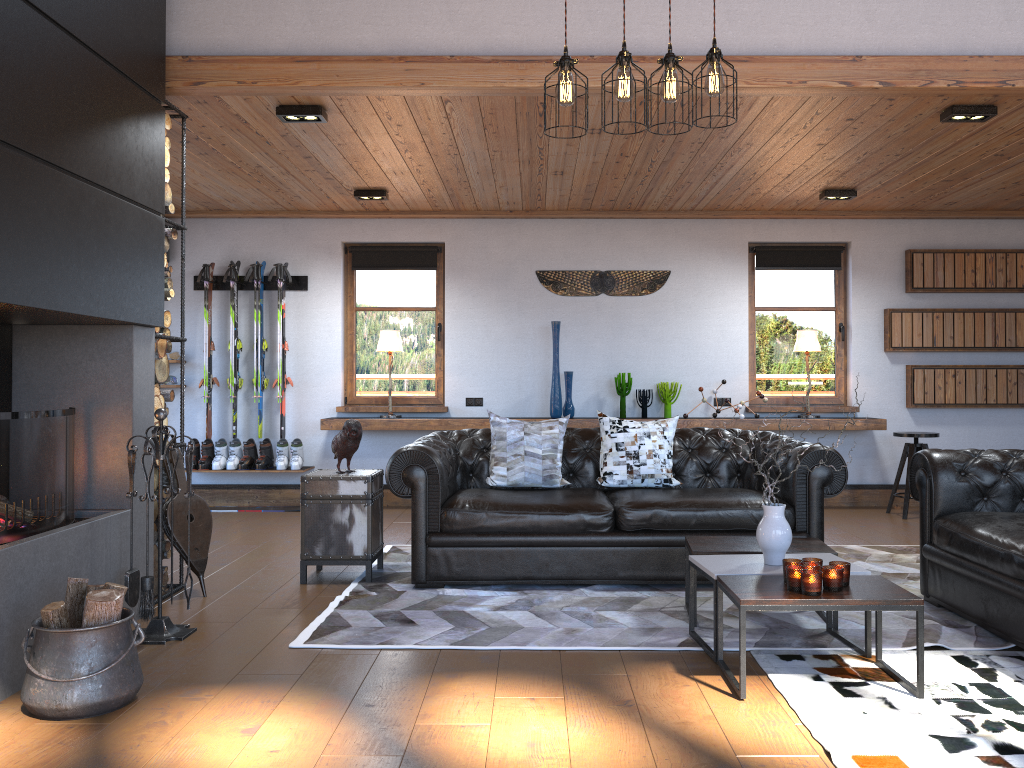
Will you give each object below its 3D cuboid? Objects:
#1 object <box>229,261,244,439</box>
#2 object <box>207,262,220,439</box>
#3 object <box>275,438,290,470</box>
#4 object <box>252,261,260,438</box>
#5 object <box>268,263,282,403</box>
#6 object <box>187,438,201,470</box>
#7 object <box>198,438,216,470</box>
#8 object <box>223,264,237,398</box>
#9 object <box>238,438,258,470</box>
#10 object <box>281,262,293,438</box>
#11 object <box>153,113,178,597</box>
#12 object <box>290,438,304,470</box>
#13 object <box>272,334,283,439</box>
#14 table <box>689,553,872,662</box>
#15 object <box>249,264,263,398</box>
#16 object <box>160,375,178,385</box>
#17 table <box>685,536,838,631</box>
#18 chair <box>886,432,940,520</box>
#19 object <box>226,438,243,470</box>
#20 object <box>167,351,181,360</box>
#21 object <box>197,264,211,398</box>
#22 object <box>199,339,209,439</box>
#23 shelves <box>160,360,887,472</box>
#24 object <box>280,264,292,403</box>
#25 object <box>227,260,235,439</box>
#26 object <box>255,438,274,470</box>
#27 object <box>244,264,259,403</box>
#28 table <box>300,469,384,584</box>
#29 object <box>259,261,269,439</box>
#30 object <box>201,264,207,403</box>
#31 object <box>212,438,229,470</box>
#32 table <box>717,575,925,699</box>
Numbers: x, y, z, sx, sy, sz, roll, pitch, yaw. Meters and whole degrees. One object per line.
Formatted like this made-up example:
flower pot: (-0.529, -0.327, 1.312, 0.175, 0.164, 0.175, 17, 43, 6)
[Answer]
object: (-2.494, -0.315, 7.991, 0.104, 1.622, 0.254, 0, -1, -2)
object: (-2.698, -0.299, 8.037, 0.095, 1.607, 0.115, 0, -1, 1)
object: (-2.053, 0.622, 7.907, 0.117, 0.270, 0.251, 0, 0, -4)
object: (-2.333, -0.315, 8.104, 0.073, 1.622, 0.111, 0, -1, 1)
object: (-2.110, -0.454, 7.895, 0.122, 1.250, 0.058, 1, -1, -32)
object: (-2.848, 0.622, 7.910, 0.117, 0.270, 0.250, 0, 0, -9)
object: (-2.730, 0.622, 7.908, 0.116, 0.270, 0.252, 0, 0, 6)
object: (-2.540, -0.454, 7.974, 0.122, 1.250, 0.058, 0, -1, -17)
object: (-2.357, 0.622, 7.904, 0.115, 0.270, 0.253, 0, 0, 21)
object: (-2.029, -0.299, 8.037, 0.095, 1.607, 0.115, 0, -1, 1)
object: (-2.068, -0.180, 4.654, 0.466, 2.612, 0.493, 0, -1, 1)
object: (-1.927, 0.622, 7.907, 0.117, 0.270, 0.251, 0, 0, -4)
object: (-2.126, -0.284, 8.048, 0.095, 1.607, 0.115, 0, -1, 1)
table: (1.124, 0.938, 3.771, 0.651, 0.350, 0.399, 0, 0, -5)
object: (-2.306, -0.454, 7.974, 0.122, 1.250, 0.058, 0, -1, -17)
object: (-3.191, -0.036, 8.065, 0.347, 0.084, 0.190, 0, 0, 36)
table: (1.171, 0.938, 4.227, 0.649, 0.350, 0.401, 0, 0, 5)
chair: (3.435, 0.775, 7.529, 0.393, 0.721, 0.393, 0, -1, 1)
object: (-2.485, 0.622, 7.922, 0.116, 0.270, 0.252, 0, 0, 6)
object: (-3.094, -0.255, 8.069, 0.160, 0.084, 0.189, 0, 0, 0)
object: (-2.774, -0.454, 7.974, 0.122, 1.250, 0.058, 0, -1, -17)
object: (-2.795, -0.284, 8.048, 0.095, 1.607, 0.115, 0, -1, 1)
shelves: (-0.038, 0.279, 8.036, 6.641, 0.989, 0.612, 0, -1, 1)
object: (-2.052, -0.454, 7.986, 0.122, 1.250, 0.058, 1, -1, -37)
object: (-2.557, -0.315, 8.073, 0.073, 1.622, 0.111, 0, -1, 1)
object: (-2.221, 0.622, 7.936, 0.116, 0.270, 0.253, 0, 0, 16)
object: (-2.322, -0.454, 7.909, 0.122, 1.250, 0.058, 1, -1, -42)
table: (-0.983, 0.816, 5.169, 0.417, 0.609, 0.405, 0, -1, 1)
object: (-2.259, -0.315, 8.093, 0.073, 1.622, 0.111, 0, -1, 1)
object: (-2.740, -0.454, 7.901, 0.059, 1.250, 0.120, 0, -1, -17)
object: (-2.607, 0.622, 7.908, 0.116, 0.270, 0.252, 0, 0, 6)
table: (1.137, 0.938, 3.333, 0.650, 0.350, 0.400, 0, 0, 0)
